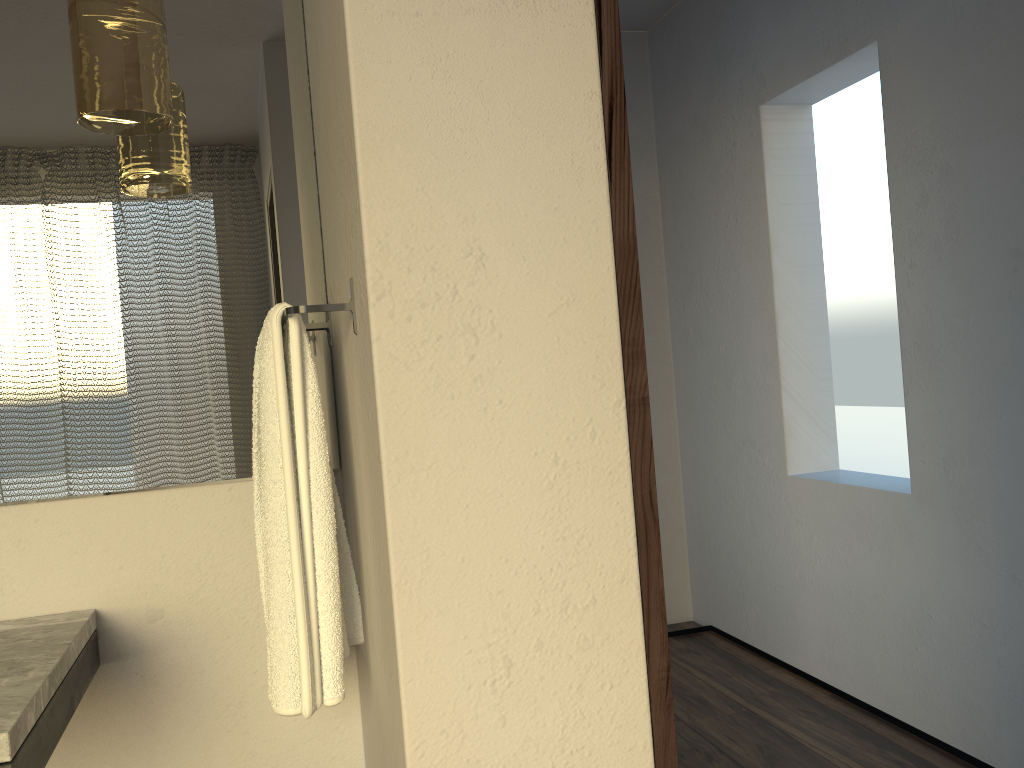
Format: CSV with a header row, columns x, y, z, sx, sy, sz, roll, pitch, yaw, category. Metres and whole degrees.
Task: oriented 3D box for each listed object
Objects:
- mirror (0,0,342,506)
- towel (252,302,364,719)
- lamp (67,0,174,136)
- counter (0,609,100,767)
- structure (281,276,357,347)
x,y,z,sx,sy,sz,roll,pitch,yaw,category
-2.314,-0.247,1.168,4.031,1.152,0.017,-5,1,-14,mirror
-0.355,0.195,1.419,0.161,0.636,0.257,-5,1,2,towel
-0.623,-0.830,1.346,0.142,0.867,0.136,-4,1,27,lamp
-1.726,0.537,1.010,2.232,0.101,0.594,-5,1,-14,counter
-0.324,-0.108,1.440,0.101,0.088,0.374,-5,1,-16,structure
